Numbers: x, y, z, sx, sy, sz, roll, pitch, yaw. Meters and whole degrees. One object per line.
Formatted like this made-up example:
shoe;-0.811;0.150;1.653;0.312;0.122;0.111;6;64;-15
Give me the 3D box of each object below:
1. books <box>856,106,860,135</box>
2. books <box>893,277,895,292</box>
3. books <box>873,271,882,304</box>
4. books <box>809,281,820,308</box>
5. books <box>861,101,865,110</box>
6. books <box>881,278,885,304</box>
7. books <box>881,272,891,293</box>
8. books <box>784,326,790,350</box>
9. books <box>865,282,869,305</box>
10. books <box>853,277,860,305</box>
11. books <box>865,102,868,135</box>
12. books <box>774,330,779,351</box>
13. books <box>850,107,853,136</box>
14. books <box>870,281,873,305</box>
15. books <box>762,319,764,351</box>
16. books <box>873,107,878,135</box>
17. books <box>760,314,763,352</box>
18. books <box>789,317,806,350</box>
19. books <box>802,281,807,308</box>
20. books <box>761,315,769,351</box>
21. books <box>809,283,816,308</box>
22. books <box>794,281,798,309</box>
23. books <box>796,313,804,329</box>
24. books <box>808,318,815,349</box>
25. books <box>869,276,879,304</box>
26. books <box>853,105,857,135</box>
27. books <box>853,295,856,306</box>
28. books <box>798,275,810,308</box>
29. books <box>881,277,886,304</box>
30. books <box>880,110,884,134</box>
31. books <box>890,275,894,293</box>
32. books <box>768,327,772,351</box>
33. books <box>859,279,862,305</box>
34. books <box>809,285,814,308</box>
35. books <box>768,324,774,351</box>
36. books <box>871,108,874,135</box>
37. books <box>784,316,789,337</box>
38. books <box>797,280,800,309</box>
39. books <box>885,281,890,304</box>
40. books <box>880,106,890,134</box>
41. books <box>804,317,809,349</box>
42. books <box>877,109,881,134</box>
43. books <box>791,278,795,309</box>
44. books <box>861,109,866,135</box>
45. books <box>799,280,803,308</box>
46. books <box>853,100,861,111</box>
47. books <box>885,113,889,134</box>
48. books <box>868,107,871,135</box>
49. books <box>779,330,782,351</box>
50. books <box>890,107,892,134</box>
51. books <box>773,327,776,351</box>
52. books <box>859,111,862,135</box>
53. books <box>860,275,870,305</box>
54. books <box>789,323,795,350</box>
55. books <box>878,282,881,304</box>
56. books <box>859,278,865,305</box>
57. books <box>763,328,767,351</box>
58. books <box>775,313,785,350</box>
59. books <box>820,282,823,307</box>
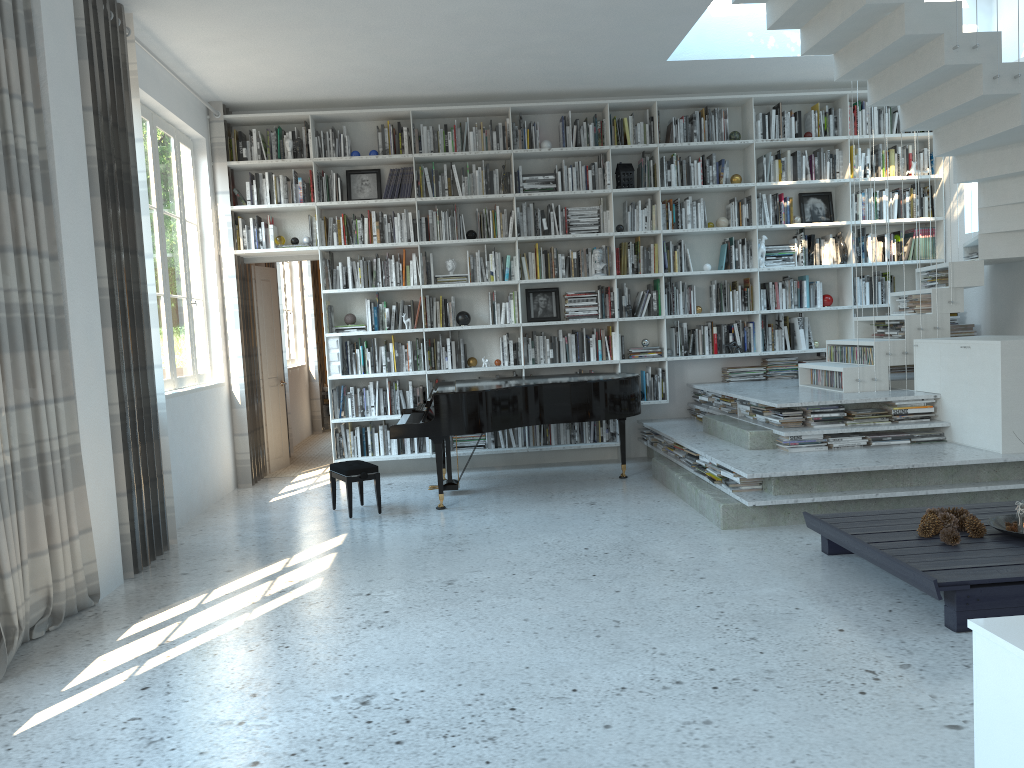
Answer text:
books;3.044;-2.308;7.885;0.012;0.269;0.184;-3;4;-3
books;3.430;-0.848;8.037;0.013;0.240;0.166;-3;4;-3
books;3.309;-0.870;8.030;0.013;0.297;0.141;-3;4;-3
books;2.726;-0.805;7.989;0.025;0.236;0.181;-3;4;-3
books;3.110;-2.343;7.914;0.012;0.326;0.151;-3;4;-3
books;3.324;-0.837;8.028;0.014;0.230;0.172;-3;4;-3
books;3.383;-0.867;8.026;0.011;0.285;0.161;-3;4;-3
books;2.451;-0.414;7.999;0.052;0.217;0.184;-3;4;-3
books;3.174;-0.813;8.012;0.029;0.201;0.172;-3;4;-3
books;3.088;-0.833;8.002;0.024;0.252;0.175;-3;4;-3
books;3.123;-2.332;7.901;0.012;0.306;0.184;-3;4;-3
books;2.371;-0.396;8.007;0.030;0.188;0.139;-3;4;-3
books;2.987;-2.309;7.898;0.022;0.275;0.159;-3;4;-3
books;3.224;-0.820;8.027;0.025;0.208;0.149;-3;4;-3
books;2.239;-0.437;7.994;0.015;0.287;0.138;-3;4;-3
books;3.207;-2.316;7.913;0.029;0.264;0.178;-3;4;-3
books;2.223;-0.462;7.989;0.014;0.337;0.131;-3;4;-3
books;2.555;-0.455;7.964;0.075;0.291;0.255;-3;4;-3
books;2.600;-0.801;7.968;0.023;0.244;0.189;-3;4;-3
books;2.283;-0.461;8.006;0.013;0.327;0.130;-3;4;-3
books;2.695;-0.795;7.997;0.037;0.219;0.139;-3;4;-3
books;2.523;-0.799;7.983;0.026;0.247;0.165;-3;4;-3
books;2.610;-0.479;8.023;0.012;0.326;0.136;-3;4;-3
books;2.674;-0.456;8.016;0.062;0.274;0.148;-3;4;-3
books;3.250;-0.840;8.001;0.027;0.249;0.184;-3;4;-3
books;3.030;-2.317;7.897;0.013;0.286;0.150;-3;4;-3
books;3.032;-0.843;8.013;0.085;0.278;0.159;-3;4;-3
books;2.623;-0.826;7.971;0.026;0.290;0.181;-3;4;-3
books;3.343;-0.845;8.044;0.027;0.242;0.131;-3;4;-3
books;3.272;-2.306;7.917;0.025;0.237;0.143;-3;4;-3
books;3.417;-0.854;8.040;0.012;0.254;0.160;-3;4;-3
books;2.305;-0.405;8.000;0.023;0.214;0.163;-3;4;-3
books;3.118;-0.828;8.012;0.037;0.236;0.153;-3;4;-3
books;2.663;-0.784;7.981;0.030;0.201;0.189;-3;4;-3
books;2.323;-0.420;7.990;0.015;0.244;0.156;-3;4;-3
books;3.181;-2.312;7.911;0.022;0.259;0.163;-3;4;-3
books;2.478;-0.461;8.020;0.010;0.304;0.131;-3;4;-3
books;2.544;-0.801;7.964;0.014;0.249;0.177;-3;4;-3
books;3.370;-0.826;8.019;0.021;0.205;0.174;-3;4;-3
books;3.337;-2.335;7.930;0.012;0.285;0.159;-3;4;-3
books;2.631;-0.459;8.004;0.025;0.287;0.160;-3;4;-3
books;3.245;-2.312;7.924;0.027;0.250;0.154;-3;4;-3
books;2.504;-0.811;7.977;0.011;0.272;0.151;-3;4;-3
books;3.096;-2.299;7.900;0.023;0.244;0.182;-3;4;-3
books;2.581;-0.807;7.992;0.012;0.254;0.160;-3;4;-3
books;3.075;-2.343;7.910;0.014;0.332;0.142;-3;4;-3
books;3.313;-2.295;7.924;0.026;0.208;0.163;-3;4;-3
books;3.156;-2.319;7.913;0.027;0.276;0.148;-3;4;-3
books;2.399;-0.395;8.001;0.024;0.185;0.149;-3;4;-3
books;3.352;-2.325;7.927;0.015;0.263;0.143;-3;4;-3
books;2.343;-0.405;8.003;0.025;0.210;0.137;-3;4;-3
books;3.061;-2.290;7.891;0.022;0.229;0.174;-3;4;-3
books;3.197;-0.849;8.030;0.024;0.267;0.133;-3;4;-3
books;2.501;-0.428;8.005;0.031;0.239;0.171;-3;4;-3
books;3.291;-0.821;8.033;0.027;0.201;0.164;-3;4;-3
books;3.147;-0.832;8.014;0.022;0.242;0.151;-3;4;-3
books;2.264;-0.403;8.009;0.033;0.213;0.139;-3;4;-3
books;2.415;-0.470;7.994;0.014;0.333;0.168;-3;4;-3
books;2.752;-0.801;7.993;0.027;0.223;0.170;-3;4;-3
